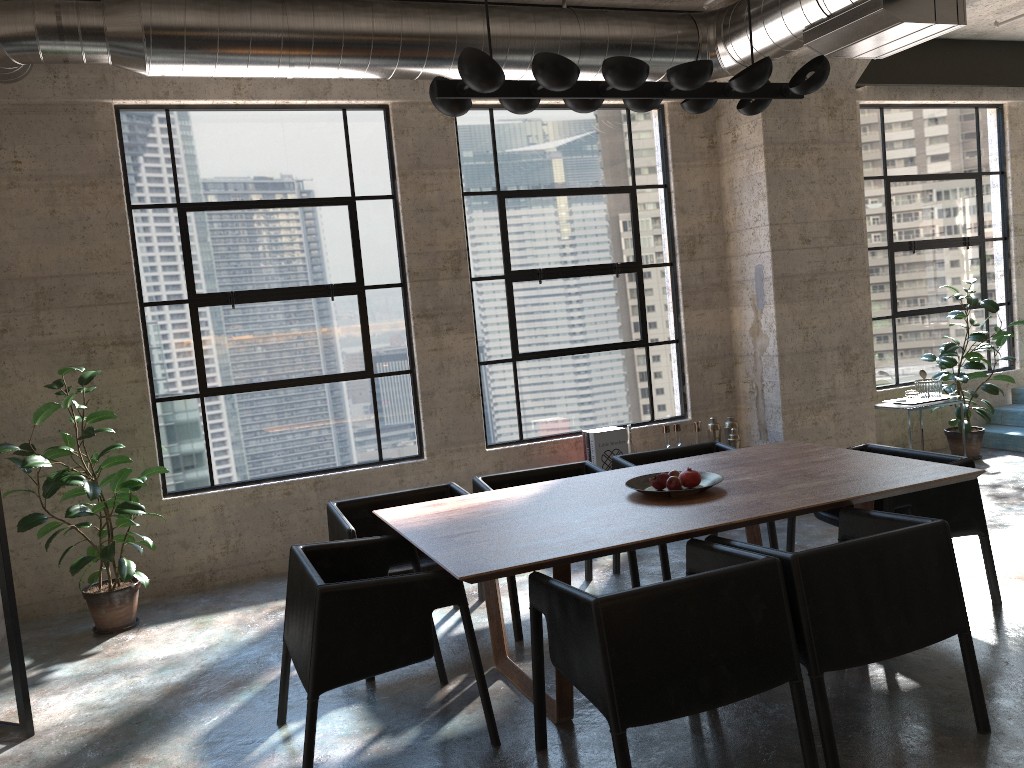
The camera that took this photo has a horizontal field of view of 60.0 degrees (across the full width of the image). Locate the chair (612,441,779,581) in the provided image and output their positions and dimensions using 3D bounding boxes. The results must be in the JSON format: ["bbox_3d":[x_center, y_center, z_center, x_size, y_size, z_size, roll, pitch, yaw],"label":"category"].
[{"bbox_3d":[1.013,0.757,5.067,0.707,0.738,0.754,-7,5,-16],"label":"chair"}]

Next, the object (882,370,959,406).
[{"bbox_3d":[3.397,0.026,7.374,0.546,0.253,0.327,-7,5,-21],"label":"object"}]

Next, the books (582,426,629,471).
[{"bbox_3d":[0.682,0.511,6.473,0.277,0.362,0.191,-7,5,-21],"label":"books"}]

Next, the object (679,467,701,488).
[{"bbox_3d":[0.743,0.424,3.998,0.219,0.097,0.100,-3,5,22],"label":"object"}]

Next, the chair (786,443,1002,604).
[{"bbox_3d":[1.877,0.725,4.468,0.754,0.738,0.707,-7,5,-21],"label":"chair"}]

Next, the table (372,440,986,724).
[{"bbox_3d":[0.731,0.858,4.024,2.410,0.756,1.299,-7,5,-21],"label":"table"}]

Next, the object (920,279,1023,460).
[{"bbox_3d":[3.920,-0.119,7.614,0.514,1.552,0.886,-8,6,-34],"label":"object"}]

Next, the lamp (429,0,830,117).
[{"bbox_3d":[0.480,-1.874,3.817,1.813,1.327,0.583,-7,5,-21],"label":"lamp"}]

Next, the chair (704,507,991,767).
[{"bbox_3d":[1.193,0.882,3.308,0.707,0.738,0.754,-7,5,-21],"label":"chair"}]

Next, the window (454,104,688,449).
[{"bbox_3d":[0.494,-0.869,6.852,1.780,2.530,0.081,-7,5,-21],"label":"window"}]

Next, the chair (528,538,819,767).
[{"bbox_3d":[0.512,0.966,3.050,0.707,0.738,0.754,-7,5,-21],"label":"chair"}]

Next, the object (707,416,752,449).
[{"bbox_3d":[1.728,0.399,6.846,0.415,0.333,0.248,-4,5,15],"label":"object"}]

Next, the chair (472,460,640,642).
[{"bbox_3d":[0.213,0.852,4.807,0.707,0.738,0.754,-7,5,-16],"label":"chair"}]

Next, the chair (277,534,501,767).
[{"bbox_3d":[-0.548,1.027,3.511,0.754,0.738,0.707,-7,5,-21],"label":"chair"}]

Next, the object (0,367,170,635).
[{"bbox_3d":[-2.425,0.671,5.097,0.886,1.552,0.514,-7,5,-24],"label":"object"}]

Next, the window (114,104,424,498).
[{"bbox_3d":[-4.413,-0.259,4.931,7.902,2.530,0.081,-7,5,-21],"label":"window"}]

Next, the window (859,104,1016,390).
[{"bbox_3d":[3.942,-1.297,8.202,1.780,2.530,0.081,-7,5,-21],"label":"window"}]

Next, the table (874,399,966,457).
[{"bbox_3d":[3.382,0.434,7.421,0.600,0.563,0.450,-7,5,-21],"label":"table"}]

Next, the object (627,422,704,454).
[{"bbox_3d":[1.170,0.448,6.676,0.703,0.365,0.199,-6,5,-10],"label":"object"}]

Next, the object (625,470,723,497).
[{"bbox_3d":[0.727,0.440,3.982,0.435,0.079,0.435,-4,5,15],"label":"object"}]

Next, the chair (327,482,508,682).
[{"bbox_3d":[-0.513,0.944,4.502,0.707,0.738,0.754,-7,5,-21],"label":"chair"}]

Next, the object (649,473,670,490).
[{"bbox_3d":[0.672,0.436,3.990,0.110,0.082,0.088,-4,5,19],"label":"object"}]
